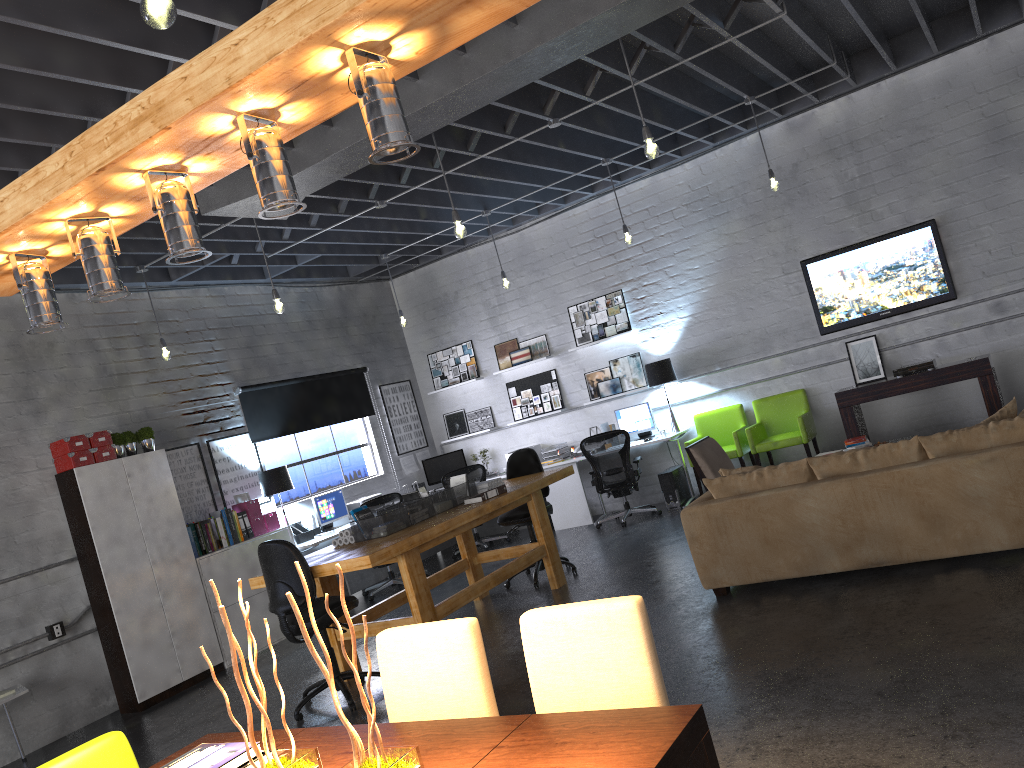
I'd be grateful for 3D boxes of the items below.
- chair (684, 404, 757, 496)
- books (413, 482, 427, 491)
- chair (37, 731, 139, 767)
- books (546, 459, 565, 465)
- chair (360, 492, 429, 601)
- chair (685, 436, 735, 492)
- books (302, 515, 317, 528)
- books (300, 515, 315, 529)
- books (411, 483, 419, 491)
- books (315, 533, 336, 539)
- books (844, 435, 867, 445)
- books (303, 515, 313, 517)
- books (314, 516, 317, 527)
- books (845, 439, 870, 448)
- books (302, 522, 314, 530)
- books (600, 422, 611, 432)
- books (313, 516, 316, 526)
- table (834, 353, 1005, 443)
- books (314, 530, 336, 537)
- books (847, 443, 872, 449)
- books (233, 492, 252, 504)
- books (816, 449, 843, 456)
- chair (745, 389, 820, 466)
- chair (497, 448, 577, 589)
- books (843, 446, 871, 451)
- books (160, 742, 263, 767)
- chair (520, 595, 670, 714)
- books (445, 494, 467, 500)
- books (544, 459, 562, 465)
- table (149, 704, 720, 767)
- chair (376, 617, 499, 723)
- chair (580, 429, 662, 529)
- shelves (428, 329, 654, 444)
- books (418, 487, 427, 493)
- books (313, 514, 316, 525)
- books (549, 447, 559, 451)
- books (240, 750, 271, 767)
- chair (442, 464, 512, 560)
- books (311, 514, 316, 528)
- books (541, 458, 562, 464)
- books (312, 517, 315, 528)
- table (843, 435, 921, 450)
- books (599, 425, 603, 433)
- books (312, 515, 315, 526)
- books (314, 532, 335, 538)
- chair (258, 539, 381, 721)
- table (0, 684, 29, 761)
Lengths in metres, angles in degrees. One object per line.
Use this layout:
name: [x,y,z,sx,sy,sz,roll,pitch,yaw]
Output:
chair: [2.308,0.751,9.743,0.612,0.920,0.515,-16,-1,31]
books: [-1.168,1.327,11.278,0.183,0.121,0.017,-15,-1,-44]
chair: [-1.084,1.543,2.624,0.610,0.908,0.635,-16,-1,31]
books: [0.516,0.929,10.553,0.211,0.014,0.148,-16,-1,-4]
chair: [-1.421,1.736,9.585,0.754,1.031,0.730,-16,-1,35]
chair: [2.005,0.820,7.506,0.726,0.842,0.574,-16,-1,31]
books: [-2.178,1.537,9.571,0.179,0.247,0.026,-16,-1,31]
books: [-2.193,1.543,9.544,0.173,0.243,0.026,-16,-1,31]
books: [-1.208,1.331,11.340,0.133,0.109,0.052,-15,-1,-44]
books: [-1.968,1.597,9.331,0.157,0.012,0.214,-15,-2,-34]
books: [3.203,0.524,8.261,0.186,0.041,0.128,-16,-1,26]
books: [-2.191,1.540,9.553,0.175,0.244,0.026,-16,-1,31]
books: [-2.175,1.538,9.575,0.173,0.243,0.026,-16,-1,31]
books: [3.216,0.554,8.267,0.208,0.024,0.144,-16,-1,16]
books: [-2.173,1.570,9.510,0.134,0.176,0.020,-16,-1,31]
books: [1.138,0.604,10.474,0.043,0.296,0.210,-16,-1,31]
books: [-2.181,1.540,9.564,0.173,0.243,0.026,-16,-1,31]
table: [4.034,0.293,8.728,1.413,0.819,0.403,-16,-1,31]
books: [-1.970,1.574,9.336,0.170,0.010,0.212,-15,-2,-32]
books: [3.230,0.576,8.258,0.161,0.026,0.223,-16,-1,1]
books: [-2.646,1.213,8.788,0.193,0.267,0.059,-16,-1,31]
books: [2.902,0.649,8.135,0.224,0.027,0.161,-17,-2,41]
chair: [2.879,0.581,9.382,0.612,0.920,0.515,-16,-1,31]
chair: [0.146,1.187,8.001,0.660,1.164,0.685,-16,-1,29]
books: [3.218,0.609,8.276,0.223,0.032,0.161,-16,-1,11]
books: [-0.824,1.005,2.312,0.251,0.030,0.236,-17,-2,33]
chair: [0.188,1.141,2.374,0.492,0.959,0.614,-16,-1,31]
books: [-0.504,0.940,7.192,0.233,0.022,0.184,-16,-2,29]
books: [0.493,0.921,10.552,0.211,0.014,0.148,-16,-1,6]
table: [-0.403,1.395,2.177,1.804,0.780,0.852,-16,-1,31]
chair: [-0.295,1.284,2.679,0.492,0.959,0.614,-16,-1,31]
chair: [1.147,1.022,9.848,0.732,1.031,0.753,-16,-1,0]
shelves: [0.267,0.076,11.021,3.030,0.694,0.198,-16,-1,31]
books: [-1.139,1.351,11.269,0.101,0.076,0.037,-15,-1,-44]
books: [-2.179,1.539,9.567,0.173,0.243,0.026,-16,-1,31]
books: [0.531,0.797,10.892,0.134,0.008,0.203,-16,-1,14]
books: [-0.816,1.032,2.312,0.283,0.026,0.265,-17,-2,33]
chair: [-0.546,1.520,10.739,0.730,1.031,0.754,-15,-1,-35]
books: [-2.183,1.538,9.559,0.177,0.246,0.026,-16,-1,31]
books: [0.466,0.914,10.563,0.147,0.014,0.212,-14,-2,-44]
books: [-2.190,1.542,9.547,0.173,0.243,0.026,-16,-1,31]
table: [3.255,0.766,8.097,0.875,0.300,0.871,-17,-2,35]
books: [1.129,0.607,10.475,0.036,0.296,0.210,-16,-1,31]
books: [-2.189,1.540,9.557,0.175,0.244,0.026,-16,-1,31]
books: [-1.972,1.586,9.334,0.157,0.012,0.210,-15,-2,-36]
chair: [-1.297,1.540,5.908,0.660,1.164,0.685,-16,-1,29]
table: [-3.883,2.602,6.189,0.518,0.532,1.333,-16,-1,31]
